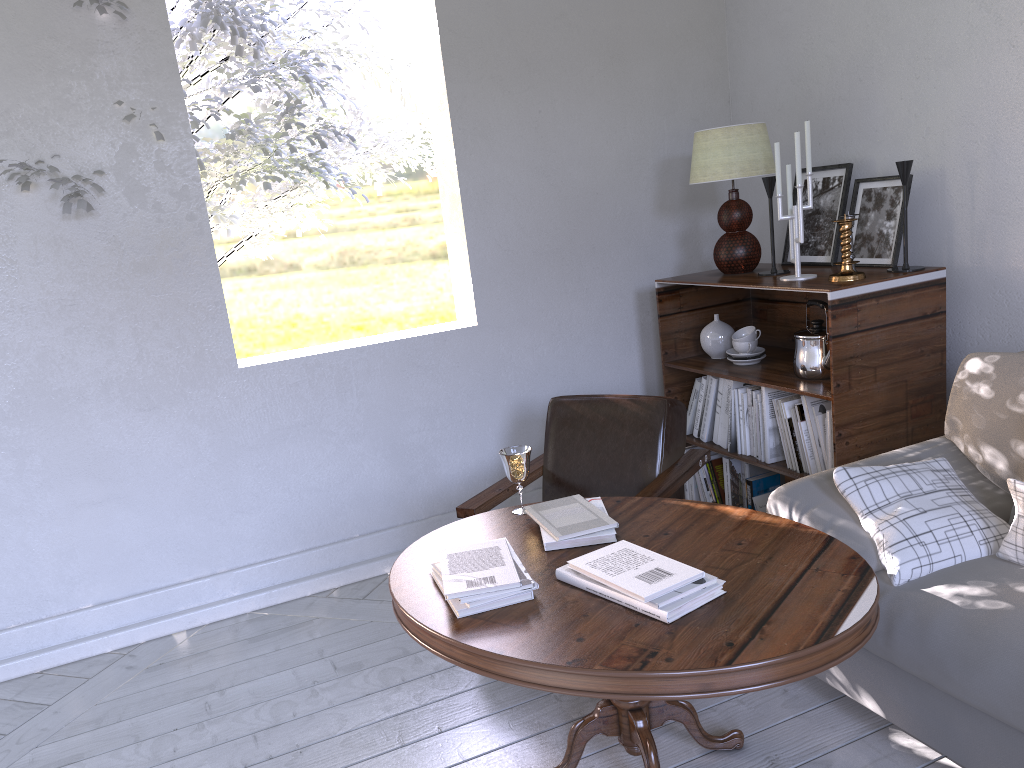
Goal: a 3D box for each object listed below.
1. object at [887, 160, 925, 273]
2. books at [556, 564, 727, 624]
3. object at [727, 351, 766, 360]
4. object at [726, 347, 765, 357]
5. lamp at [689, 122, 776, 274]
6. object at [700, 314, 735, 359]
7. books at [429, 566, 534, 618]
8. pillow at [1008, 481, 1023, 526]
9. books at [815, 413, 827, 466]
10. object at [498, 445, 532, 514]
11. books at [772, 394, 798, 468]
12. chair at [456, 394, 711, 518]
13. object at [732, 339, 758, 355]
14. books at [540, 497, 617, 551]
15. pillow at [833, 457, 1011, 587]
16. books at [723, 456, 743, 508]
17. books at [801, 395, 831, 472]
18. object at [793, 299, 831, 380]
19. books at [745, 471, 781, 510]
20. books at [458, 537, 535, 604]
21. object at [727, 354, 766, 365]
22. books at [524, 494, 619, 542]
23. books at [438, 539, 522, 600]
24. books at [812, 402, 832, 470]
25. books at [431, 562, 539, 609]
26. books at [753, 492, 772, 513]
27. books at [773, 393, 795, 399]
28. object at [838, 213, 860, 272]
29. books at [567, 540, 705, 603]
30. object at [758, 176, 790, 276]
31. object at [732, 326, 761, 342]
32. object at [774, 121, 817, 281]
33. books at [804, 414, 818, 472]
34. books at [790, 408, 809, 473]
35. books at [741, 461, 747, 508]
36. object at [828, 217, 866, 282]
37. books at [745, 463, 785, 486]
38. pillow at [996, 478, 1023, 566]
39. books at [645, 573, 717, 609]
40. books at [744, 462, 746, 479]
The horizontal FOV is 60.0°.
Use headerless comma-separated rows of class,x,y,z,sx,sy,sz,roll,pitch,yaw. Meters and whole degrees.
object,1.048,-0.446,2.362,0.095,0.292,0.094,-7,14,0
books,0.223,0.350,1.577,0.148,0.021,0.277,-16,14,-35
object,0.748,-0.087,2.824,0.121,0.021,0.120,-1,13,26
object,0.745,-0.098,2.825,0.121,0.024,0.120,-11,12,-18
lamp,0.698,-0.575,2.788,0.266,0.451,0.266,5,18,41
object,0.684,-0.159,2.944,0.111,0.149,0.122,-13,14,-25
books,-0.062,0.371,1.663,0.141,0.015,0.220,-11,12,-16
pillow,1.148,0.186,1.598,0.150,0.316,0.486,-13,13,-22
books,0.904,0.164,2.443,0.115,0.180,0.055,-13,15,-22
object,0.016,0.221,2.014,0.076,0.150,0.075,-14,15,-26
books,0.834,0.132,2.573,0.130,0.204,0.064,-13,15,-22
chair,0.197,0.352,2.429,0.496,0.559,0.698,1,15,32
object,0.742,-0.117,2.818,0.079,0.050,0.081,3,16,39
books,0.133,0.296,1.895,0.147,0.018,0.228,-7,12,-1
pillow,0.834,0.267,1.798,0.309,0.208,0.213,-11,13,-16
books,0.763,0.338,2.893,0.140,0.234,0.042,-13,15,-22
books,0.884,0.134,2.463,0.126,0.235,0.077,-13,15,-22
object,0.884,-0.126,2.498,0.142,0.225,0.189,-15,15,-31
books,0.796,0.379,2.802,0.112,0.187,0.033,-13,15,-22
books,-0.051,0.346,1.664,0.134,0.010,0.238,-9,12,-11
object,0.749,-0.078,2.827,0.121,0.021,0.120,-1,13,26
books,0.122,0.283,1.891,0.136,0.011,0.213,-11,12,-16
books,-0.064,0.340,1.646,0.136,0.011,0.214,-8,12,-6
books,0.899,0.150,2.453,0.114,0.201,0.060,-13,15,-22
books,-0.055,0.358,1.657,0.136,0.010,0.213,-12,12,-21
books,0.805,0.408,2.761,0.085,0.131,0.058,-13,15,-22
books,0.840,0.129,2.588,0.130,0.204,0.064,-13,15,-22
object,0.926,-0.386,2.429,0.061,0.174,0.062,6,19,42
books,0.214,0.326,1.561,0.135,0.010,0.213,-14,14,-31
object,0.778,-0.472,2.653,0.095,0.292,0.094,-7,14,0
object,0.739,-0.145,2.811,0.078,0.068,0.082,-9,13,-8
object,0.786,-0.505,2.460,0.100,0.428,0.100,-18,18,-38
books,0.884,0.159,2.476,0.115,0.180,0.055,-13,15,-22
books,0.862,0.150,2.520,0.120,0.187,0.060,-13,15,-22
books,0.811,0.332,2.878,0.144,0.239,0.022,-13,15,-22
object,0.885,-0.364,2.348,0.096,0.173,0.095,-8,13,-4
books,0.811,0.347,2.829,0.146,0.233,0.013,-13,15,-22
pillow,1.001,0.273,1.571,0.070,0.169,0.282,-13,14,-25
books,0.228,0.334,1.568,0.134,0.010,0.239,-14,14,-31
books,0.813,0.343,2.843,0.146,0.233,0.013,-13,15,-22
